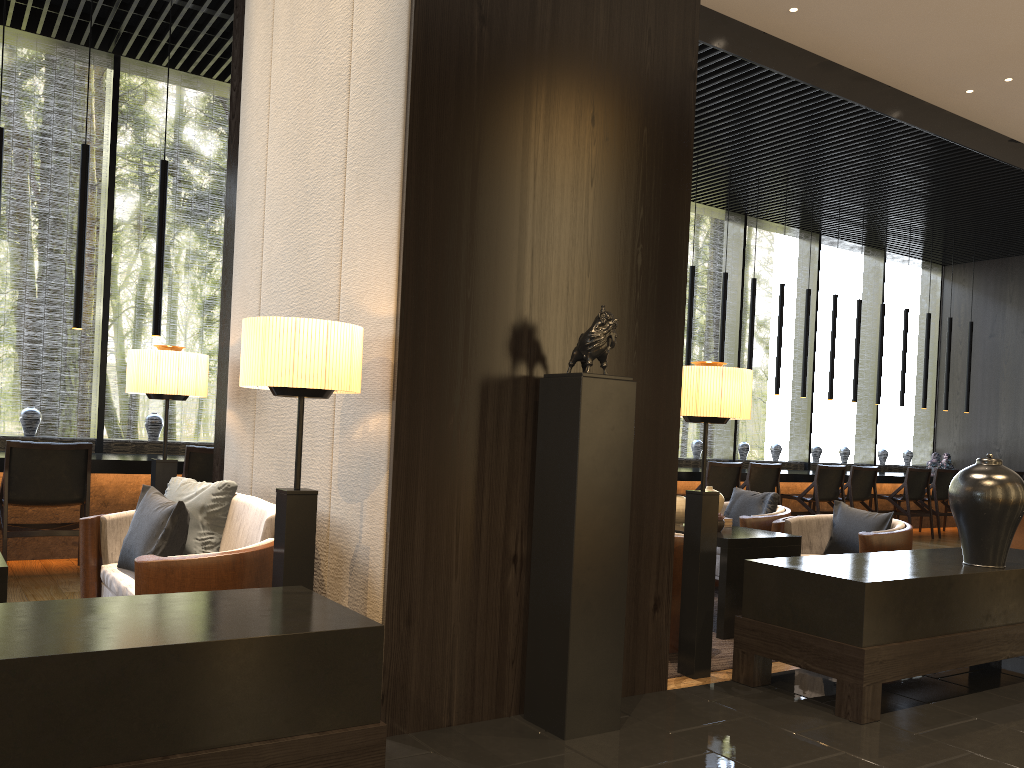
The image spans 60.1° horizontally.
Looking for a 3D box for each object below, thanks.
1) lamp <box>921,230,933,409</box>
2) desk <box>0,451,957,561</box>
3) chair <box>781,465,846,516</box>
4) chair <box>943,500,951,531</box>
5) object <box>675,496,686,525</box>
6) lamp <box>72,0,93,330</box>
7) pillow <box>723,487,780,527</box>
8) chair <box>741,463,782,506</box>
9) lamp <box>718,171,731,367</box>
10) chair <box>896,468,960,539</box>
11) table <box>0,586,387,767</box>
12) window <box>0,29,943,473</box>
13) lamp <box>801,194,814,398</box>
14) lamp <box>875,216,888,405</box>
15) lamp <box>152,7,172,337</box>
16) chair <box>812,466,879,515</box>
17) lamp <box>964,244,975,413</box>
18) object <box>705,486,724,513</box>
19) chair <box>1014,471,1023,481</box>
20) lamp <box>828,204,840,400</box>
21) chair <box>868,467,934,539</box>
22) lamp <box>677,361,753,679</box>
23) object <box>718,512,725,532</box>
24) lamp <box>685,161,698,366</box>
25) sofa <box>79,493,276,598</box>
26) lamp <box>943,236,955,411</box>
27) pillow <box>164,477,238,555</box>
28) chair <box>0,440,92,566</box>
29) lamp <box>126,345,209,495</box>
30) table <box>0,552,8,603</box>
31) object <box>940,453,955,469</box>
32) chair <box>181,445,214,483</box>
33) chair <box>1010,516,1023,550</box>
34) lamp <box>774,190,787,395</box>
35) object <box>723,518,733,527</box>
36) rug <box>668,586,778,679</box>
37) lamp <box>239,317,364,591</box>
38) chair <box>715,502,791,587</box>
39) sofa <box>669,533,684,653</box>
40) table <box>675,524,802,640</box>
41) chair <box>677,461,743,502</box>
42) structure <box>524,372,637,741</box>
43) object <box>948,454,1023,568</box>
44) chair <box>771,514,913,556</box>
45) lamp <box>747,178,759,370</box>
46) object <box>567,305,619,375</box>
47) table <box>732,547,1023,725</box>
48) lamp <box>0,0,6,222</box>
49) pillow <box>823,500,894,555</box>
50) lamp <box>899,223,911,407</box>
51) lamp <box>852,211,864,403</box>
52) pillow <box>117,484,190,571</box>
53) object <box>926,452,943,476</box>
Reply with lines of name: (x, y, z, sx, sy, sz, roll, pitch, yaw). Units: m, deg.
lamp: (5.503, -0.879, 11.697, 0.060, 2.421, 0.060, 3, 0, -39)
desk: (-5.453, 0.599, 4.196, 28.769, 0.759, 1.779, 5, -3, -34)
chair: (3.264, 1.275, 9.548, 0.526, 0.827, 0.562, 3, -1, -34)
chair: (5.950, 1.501, 11.335, 0.526, 0.827, 0.562, 3, -1, -34)
object: (0.956, 0.735, 5.151, 0.246, 0.168, 0.245, 4, -2, -31)
lamp: (-2.933, -1.587, 6.084, 0.060, 2.421, 0.060, 3, 0, -39)
pillow: (1.629, 0.899, 6.043, 0.222, 0.362, 0.398, 3, -2, -33)
chair: (2.399, 1.203, 8.972, 0.526, 0.827, 0.562, 3, -1, -34)
lamp: (2.305, -1.148, 9.569, 0.060, 2.421, 0.060, 3, 0, -29)
chair: (5.085, 1.428, 10.759, 0.526, 0.827, 0.562, 3, -1, -34)
table: (-1.292, 0.786, 1.876, 1.962, 0.513, 0.620, 5, -3, -34)
window: (-3.433, -1.253, 0.340, 31.925, 4.227, 12.049, 5, -3, -34)
lamp: (3.461, -1.051, 10.338, 0.060, 2.421, 0.060, 3, 0, -39)
lamp: (4.665, -0.950, 11.139, 0.060, 2.421, 0.060, 3, 0, -39)
lamp: (-2.504, -1.551, 6.370, 0.060, 2.421, 0.060, 3, 0, -39)
chair: (3.742, 1.315, 9.866, 0.526, 0.827, 0.562, 3, -1, -34)
lamp: (6.356, -0.808, 12.264, 0.060, 2.421, 0.060, 3, 0, -39)
object: (1.114, 0.698, 5.018, 0.171, 0.236, 0.171, 3, -1, 2)
chair: (6.429, 1.541, 11.653, 0.526, 0.827, 0.562, 3, -1, -34)
lamp: (3.875, -1.016, 10.614, 0.060, 2.421, 0.060, 3, 0, -39)
chair: (4.607, 1.388, 10.441, 0.526, 0.827, 0.562, 3, -1, -34)
lamp: (0.813, 0.583, 3.815, 0.374, 1.348, 0.375, 3, 0, 18)
object: (1.120, 0.751, 4.843, 0.091, 0.112, 0.091, 2, -1, 19)
lamp: (1.894, -1.182, 9.296, 0.060, 2.421, 0.060, 3, 0, -39)
sofa: (-1.308, 0.793, 3.521, 0.603, 0.693, 1.448, 4, -3, -33)
lamp: (5.926, -0.844, 11.978, 0.060, 2.421, 0.060, 3, 0, -39)
pillow: (-1.401, 0.606, 3.853, 0.432, 0.399, 0.201, 2, -1, 35)
chair: (-2.887, 0.759, 5.456, 0.526, 0.827, 0.562, 3, -1, -34)
lamp: (-1.721, 0.491, 4.365, 0.375, 1.351, 0.374, 3, 0, -44)
table: (-2.095, 0.813, 3.010, 0.576, 0.517, 1.041, 4, -3, -33)
object: (5.699, 1.059, 11.629, 0.163, 0.313, 0.209, 3, -1, -9)
chair: (-2.044, 0.830, 6.017, 0.526, 0.827, 0.562, 3, -1, -34)
chair: (4.386, 1.342, 7.784, 0.607, 0.604, 0.803, 4, -2, -33)
lamp: (3.076, -1.083, 10.082, 0.060, 2.421, 0.060, 3, 0, -39)
object: (1.179, 0.802, 5.166, 0.138, 0.051, 0.174, 5, -4, -38)
rug: (1.001, 1.335, 5.140, 2.244, 0.008, 1.957, 5, -4, -33)
lamp: (-0.692, 0.471, 2.814, 0.374, 1.319, 0.375, 3, 0, 10)
chair: (1.520, 1.107, 5.979, 0.607, 0.604, 0.803, 4, -2, -33)
sofa: (0.349, 0.934, 4.644, 0.603, 0.693, 1.448, 4, -3, -33)
table: (1.039, 1.076, 5.095, 0.576, 0.517, 1.041, 4, -3, -33)
chair: (1.921, 1.162, 8.654, 0.526, 0.827, 0.562, 3, -1, -34)
structure: (0.234, 0.579, 3.069, 0.240, 1.218, 0.240, 3, 0, -34)
object: (2.099, 0.555, 3.912, 0.311, 0.493, 0.311, 3, -1, -15)
chair: (1.993, 1.091, 5.267, 0.607, 0.604, 0.803, 4, -2, -33)
lamp: (2.683, -1.116, 9.820, 0.060, 2.421, 0.060, 3, 0, -39)
object: (0.277, -0.147, 3.048, 0.116, 0.246, 0.176, 3, -1, -34)
table: (1.925, 1.056, 4.016, 1.962, 0.513, 0.620, 5, -3, -34)
lamp: (-3.361, -1.623, 5.800, 0.060, 2.421, 0.060, 3, 0, -39)
pillow: (2.104, 0.887, 5.329, 0.205, 0.338, 0.441, 3, -2, -27)
lamp: (5.088, -0.914, 11.420, 0.060, 2.421, 0.060, 3, 0, -39)
lamp: (4.266, -0.983, 10.874, 0.060, 2.421, 0.060, 3, 0, -39)
pillow: (-1.475, 0.614, 3.683, 0.219, 0.361, 0.471, 3, -2, -37)
object: (5.488, 1.043, 11.495, 0.207, 0.310, 0.162, 2, -1, 36)
